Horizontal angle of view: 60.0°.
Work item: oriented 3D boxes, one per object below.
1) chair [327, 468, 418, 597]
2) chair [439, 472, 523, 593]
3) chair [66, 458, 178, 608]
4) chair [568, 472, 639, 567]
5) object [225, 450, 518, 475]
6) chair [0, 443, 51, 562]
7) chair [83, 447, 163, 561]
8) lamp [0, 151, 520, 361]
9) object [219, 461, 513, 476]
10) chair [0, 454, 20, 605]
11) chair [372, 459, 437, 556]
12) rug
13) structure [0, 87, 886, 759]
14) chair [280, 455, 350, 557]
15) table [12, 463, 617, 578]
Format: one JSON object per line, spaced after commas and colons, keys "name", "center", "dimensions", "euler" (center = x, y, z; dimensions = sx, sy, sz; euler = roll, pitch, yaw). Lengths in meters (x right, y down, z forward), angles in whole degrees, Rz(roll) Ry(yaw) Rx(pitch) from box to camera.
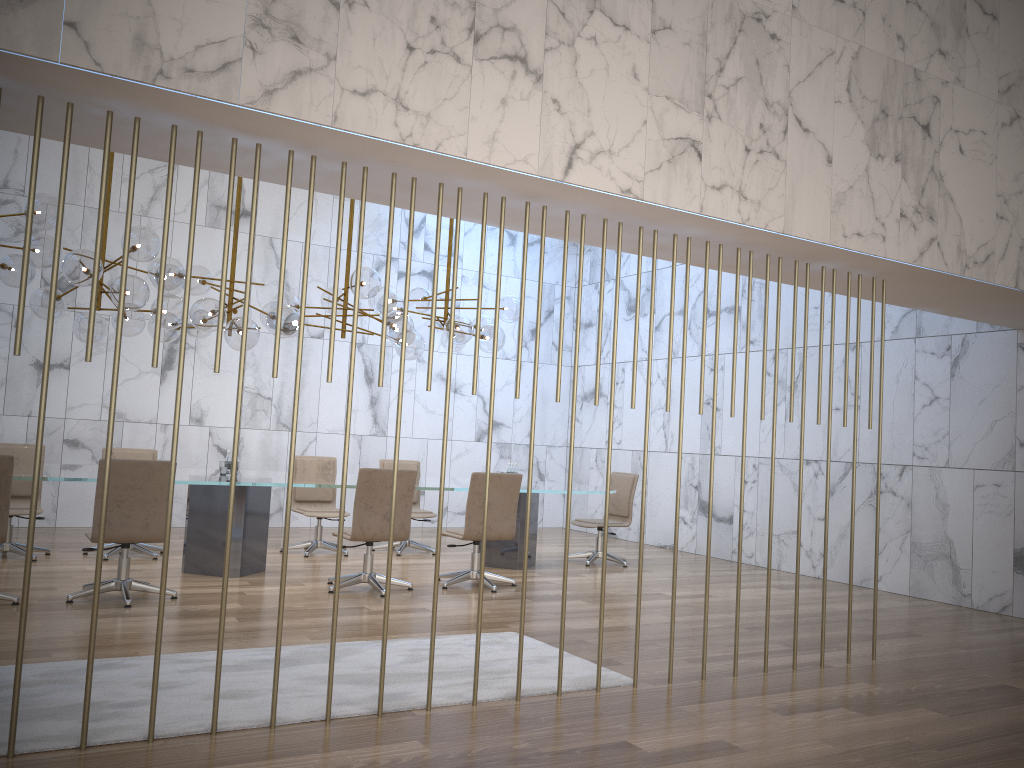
{"name": "chair", "center": [-1.141, 1.178, 7.242], "dimensions": [0.726, 1.000, 0.697], "euler": [5, -4, -30]}
{"name": "chair", "center": [-0.286, 1.260, 7.740], "dimensions": [0.726, 1.000, 0.697], "euler": [5, -4, -30]}
{"name": "chair", "center": [-2.735, 1.026, 6.314], "dimensions": [0.726, 1.000, 0.697], "euler": [5, -4, -30]}
{"name": "chair", "center": [1.004, 1.472, 9.790], "dimensions": [0.697, 1.000, 0.726], "euler": [5, -4, -30]}
{"name": "object", "center": [-2.194, 0.719, 7.960], "dimensions": [5.189, 0.213, 0.124], "euler": [5, -4, -30]}
{"name": "chair", "center": [-4.464, 1.037, 7.895], "dimensions": [0.726, 1.000, 0.697], "euler": [5, -5, -30]}
{"name": "chair", "center": [-3.613, 1.118, 8.390], "dimensions": [0.726, 1.000, 0.697], "euler": [5, -5, -30]}
{"name": "lamp", "center": [-2.440, -1.597, 7.883], "dimensions": [5.672, 2.716, 1.557], "euler": [5, -4, -30]}
{"name": "object", "center": [-2.184, 0.765, 7.908], "dimensions": [5.112, 0.117, 0.183], "euler": [5, -4, -30]}
{"name": "chair", "center": [-3.596, 0.944, 5.813], "dimensions": [0.726, 1.000, 0.697], "euler": [5, -4, -30]}
{"name": "chair", "center": [-1.162, 1.352, 9.817], "dimensions": [0.726, 1.000, 0.697], "euler": [5, -5, -30]}
{"name": "rug", "center": [-0.945, 1.493, 4.553], "dimensions": [3.025, 0.034, 1.320], "euler": [6, -5, -31]}
{"name": "structure", "center": [-0.730, 0.243, 3.923], "dimensions": [7.223, 2.456, 0.023], "euler": [5, -4, -30]}
{"name": "chair", "center": [-2.023, 1.270, 9.316], "dimensions": [0.726, 1.000, 0.697], "euler": [5, -5, -30]}
{"name": "table", "center": [-2.493, 1.215, 7.750], "dimensions": [7.924, 0.835, 2.092], "euler": [5, -4, -30]}
